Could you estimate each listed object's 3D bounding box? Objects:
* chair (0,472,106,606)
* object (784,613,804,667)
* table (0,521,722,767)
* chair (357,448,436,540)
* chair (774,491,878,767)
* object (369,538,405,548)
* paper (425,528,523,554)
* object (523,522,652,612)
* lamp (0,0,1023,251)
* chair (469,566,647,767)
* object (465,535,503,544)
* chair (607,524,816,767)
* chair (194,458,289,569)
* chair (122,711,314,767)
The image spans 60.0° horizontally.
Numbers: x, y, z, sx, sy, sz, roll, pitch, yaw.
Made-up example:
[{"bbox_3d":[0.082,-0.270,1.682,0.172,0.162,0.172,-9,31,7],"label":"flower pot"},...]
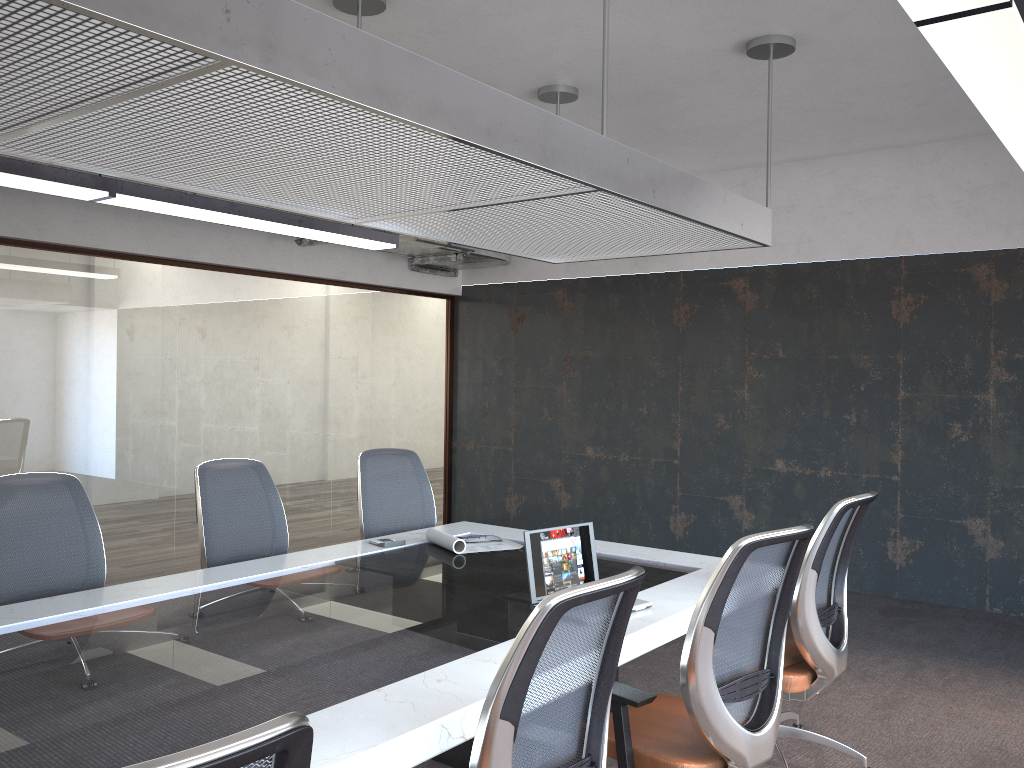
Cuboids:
[{"bbox_3d":[-1.697,0.954,3.444,0.828,1.166,0.789,1,0,1],"label":"chair"},{"bbox_3d":[1.095,0.964,3.602,0.378,0.308,0.138,1,0,-42],"label":"object"},{"bbox_3d":[-1.189,1.172,2.401,1.898,0.745,5.498,1,0,37],"label":"table"},{"bbox_3d":[-0.514,0.964,4.923,0.828,1.166,0.789,1,0,17],"label":"chair"},{"bbox_3d":[1.051,0.994,3.625,0.828,1.166,0.789,1,0,1],"label":"chair"},{"bbox_3d":[-0.623,0.784,4.416,0.126,0.026,0.161,1,0,-39],"label":"object"},{"bbox_3d":[-0.192,0.771,4.435,0.379,0.069,0.348,1,0,-27],"label":"paper"},{"bbox_3d":[0.277,0.676,3.229,0.366,0.277,0.308,1,0,-43],"label":"object"},{"bbox_3d":[-1.107,-1.353,2.462,4.126,0.908,6.097,1,0,37],"label":"lamp"},{"bbox_3d":[-0.095,0.985,2.115,0.828,1.166,0.789,1,0,1],"label":"chair"},{"bbox_3d":[-0.149,0.787,4.514,0.200,0.036,0.049,1,0,-16],"label":"object"},{"bbox_3d":[0.533,0.991,2.831,0.828,1.166,0.789,1,0,12],"label":"chair"},{"bbox_3d":[-1.125,0.959,4.200,0.828,1.166,0.789,1,0,1],"label":"chair"},{"bbox_3d":[-0.658,0.981,1.225,0.828,1.166,0.789,1,0,7],"label":"chair"}]
